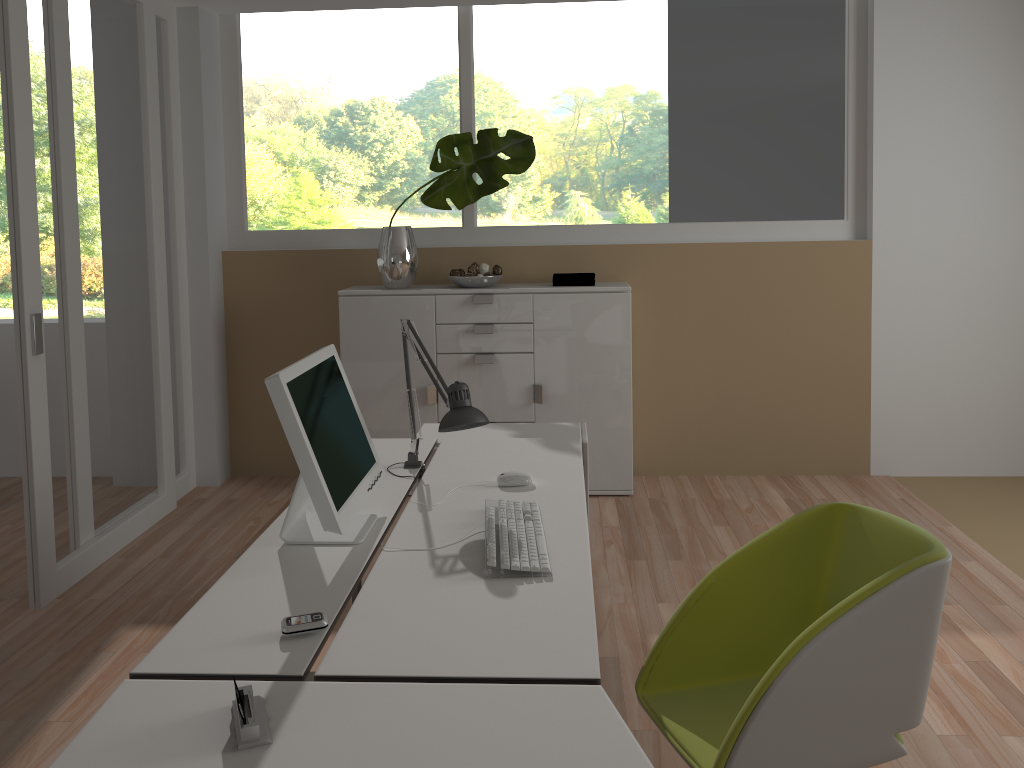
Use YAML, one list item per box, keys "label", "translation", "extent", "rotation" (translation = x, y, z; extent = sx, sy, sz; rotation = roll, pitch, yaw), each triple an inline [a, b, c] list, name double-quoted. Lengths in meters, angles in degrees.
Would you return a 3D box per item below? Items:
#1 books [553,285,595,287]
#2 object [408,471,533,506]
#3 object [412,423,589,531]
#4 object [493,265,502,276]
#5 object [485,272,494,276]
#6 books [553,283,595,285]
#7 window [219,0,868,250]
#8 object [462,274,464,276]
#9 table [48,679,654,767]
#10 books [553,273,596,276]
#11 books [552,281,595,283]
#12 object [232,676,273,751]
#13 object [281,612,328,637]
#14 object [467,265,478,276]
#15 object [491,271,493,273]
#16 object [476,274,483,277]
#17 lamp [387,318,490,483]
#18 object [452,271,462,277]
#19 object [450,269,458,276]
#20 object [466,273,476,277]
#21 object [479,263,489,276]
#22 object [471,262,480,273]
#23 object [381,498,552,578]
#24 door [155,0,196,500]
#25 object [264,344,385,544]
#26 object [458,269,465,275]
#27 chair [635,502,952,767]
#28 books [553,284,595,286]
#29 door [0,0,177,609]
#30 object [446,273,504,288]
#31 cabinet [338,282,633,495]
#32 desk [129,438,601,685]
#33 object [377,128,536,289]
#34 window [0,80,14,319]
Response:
- label: "books"
  translation: [0.330, -0.532, 4.713]
  extent: [0.222, 0.007, 0.159]
  rotation: [0, 11, 3]
- label: "object"
  translation: [-0.107, 0.308, 2.456]
  extent: [0.371, 0.079, 0.142]
  rotation: [-4, 10, -18]
- label: "object"
  translation: [-0.031, 0.512, 3.236]
  extent: [0.621, 0.670, 0.312]
  rotation: [-1, 5, 3]
- label: "object"
  translation: [-0.078, -0.601, 4.682]
  extent: [0.053, 0.067, 0.053]
  rotation: [0, 6, 11]
- label: "object"
  translation: [-0.118, -0.562, 4.668]
  extent: [0.054, 0.063, 0.057]
  rotation: [-3, 7, -19]
- label: "books"
  translation: [0.330, -0.543, 4.713]
  extent: [0.222, 0.006, 0.159]
  rotation: [0, 11, 3]
- label: "window"
  translation: [0.146, -1.672, 4.950]
  extent: [3.633, 1.783, 0.045]
  rotation: [-1, 4, 3]
- label: "object"
  translation: [-0.258, -0.559, 4.729]
  extent: [0.056, 0.060, 0.056]
  rotation: [3, 8, 29]
- label: "table"
  translation: [-0.187, 0.905, 1.092]
  extent: [0.925, 0.681, 0.822]
  rotation: [-1, 8, 1]
- label: "books"
  translation: [0.332, -0.586, 4.710]
  extent: [0.222, 0.006, 0.159]
  rotation: [0, 11, 3]
- label: "books"
  translation: [0.328, -0.549, 4.713]
  extent: [0.222, 0.006, 0.159]
  rotation: [-1, 11, 2]
- label: "object"
  translation: [-0.397, 0.490, 1.339]
  extent: [0.049, 0.055, 0.132]
  rotation: [-4, 10, -21]
- label: "object"
  translation: [-0.385, 0.446, 1.635]
  extent: [0.084, 0.021, 0.048]
  rotation: [-4, 10, -17]
- label: "object"
  translation: [-0.209, -0.599, 4.671]
  extent: [0.053, 0.063, 0.056]
  rotation: [-2, 7, -12]
- label: "object"
  translation: [-0.098, -0.577, 4.726]
  extent: [0.052, 0.065, 0.057]
  rotation: [-2, 7, -12]
- label: "object"
  translation: [-0.169, -0.551, 4.663]
  extent: [0.055, 0.065, 0.053]
  rotation: [-2, 6, -6]
- label: "lamp"
  translation: [-0.235, 0.099, 2.529]
  extent: [0.140, 0.524, 0.544]
  rotation: [-4, 8, -31]
- label: "object"
  translation: [-0.294, -0.571, 4.688]
  extent: [0.056, 0.060, 0.055]
  rotation: [-7, 9, -42]
- label: "object"
  translation: [-0.308, -0.587, 4.739]
  extent: [0.056, 0.064, 0.053]
  rotation: [-3, 7, -17]
- label: "object"
  translation: [-0.213, -0.553, 4.628]
  extent: [0.056, 0.065, 0.052]
  rotation: [1, 7, 16]
- label: "object"
  translation: [-0.149, -0.610, 4.686]
  extent: [0.056, 0.066, 0.052]
  rotation: [2, 7, 27]
- label: "object"
  translation: [-0.201, -0.627, 4.780]
  extent: [0.053, 0.070, 0.053]
  rotation: [0, 6, 10]
- label: "object"
  translation: [-0.115, 0.377, 2.091]
  extent: [0.387, 0.079, 0.463]
  rotation: [-1, 10, -2]
- label: "door"
  translation: [-1.838, -0.624, 4.235]
  extent: [0.045, 2.624, 1.200]
  rotation: [-1, 5, 3]
- label: "object"
  translation: [-0.450, 0.147, 2.163]
  extent: [0.197, 0.427, 0.472]
  rotation: [-1, 7, 3]
- label: "object"
  translation: [-0.282, -0.595, 4.787]
  extent: [0.054, 0.063, 0.057]
  rotation: [-6, 8, -37]
- label: "chair"
  translation: [0.565, 0.705, 1.792]
  extent: [0.599, 0.802, 0.627]
  rotation: [-4, 7, -21]
- label: "books"
  translation: [0.330, -0.537, 4.714]
  extent: [0.222, 0.006, 0.159]
  rotation: [0, 11, 3]
- label: "door"
  translation: [-1.803, -0.556, 3.868]
  extent: [0.060, 2.624, 1.200]
  rotation: [-1, 5, 3]
- label: "object"
  translation: [-0.197, -0.554, 4.721]
  extent: [0.315, 0.063, 0.317]
  rotation: [-7, 12, -31]
- label: "cabinet"
  translation: [-0.130, 0.016, 4.747]
  extent: [1.523, 1.075, 0.421]
  rotation: [-1, 5, 3]
- label: "desk"
  translation: [-0.203, 0.680, 2.294]
  extent: [0.804, 0.678, 1.624]
  rotation: [-1, 10, 3]
- label: "object"
  translation: [-0.298, -0.943, 4.716]
  extent: [0.858, 0.838, 0.267]
  rotation: [-1, 4, 1]
- label: "window"
  translation: [-4.145, -2.983, 10.671]
  extent: [12.080, 5.908, 2.096]
  rotation: [-3, 5, -13]
